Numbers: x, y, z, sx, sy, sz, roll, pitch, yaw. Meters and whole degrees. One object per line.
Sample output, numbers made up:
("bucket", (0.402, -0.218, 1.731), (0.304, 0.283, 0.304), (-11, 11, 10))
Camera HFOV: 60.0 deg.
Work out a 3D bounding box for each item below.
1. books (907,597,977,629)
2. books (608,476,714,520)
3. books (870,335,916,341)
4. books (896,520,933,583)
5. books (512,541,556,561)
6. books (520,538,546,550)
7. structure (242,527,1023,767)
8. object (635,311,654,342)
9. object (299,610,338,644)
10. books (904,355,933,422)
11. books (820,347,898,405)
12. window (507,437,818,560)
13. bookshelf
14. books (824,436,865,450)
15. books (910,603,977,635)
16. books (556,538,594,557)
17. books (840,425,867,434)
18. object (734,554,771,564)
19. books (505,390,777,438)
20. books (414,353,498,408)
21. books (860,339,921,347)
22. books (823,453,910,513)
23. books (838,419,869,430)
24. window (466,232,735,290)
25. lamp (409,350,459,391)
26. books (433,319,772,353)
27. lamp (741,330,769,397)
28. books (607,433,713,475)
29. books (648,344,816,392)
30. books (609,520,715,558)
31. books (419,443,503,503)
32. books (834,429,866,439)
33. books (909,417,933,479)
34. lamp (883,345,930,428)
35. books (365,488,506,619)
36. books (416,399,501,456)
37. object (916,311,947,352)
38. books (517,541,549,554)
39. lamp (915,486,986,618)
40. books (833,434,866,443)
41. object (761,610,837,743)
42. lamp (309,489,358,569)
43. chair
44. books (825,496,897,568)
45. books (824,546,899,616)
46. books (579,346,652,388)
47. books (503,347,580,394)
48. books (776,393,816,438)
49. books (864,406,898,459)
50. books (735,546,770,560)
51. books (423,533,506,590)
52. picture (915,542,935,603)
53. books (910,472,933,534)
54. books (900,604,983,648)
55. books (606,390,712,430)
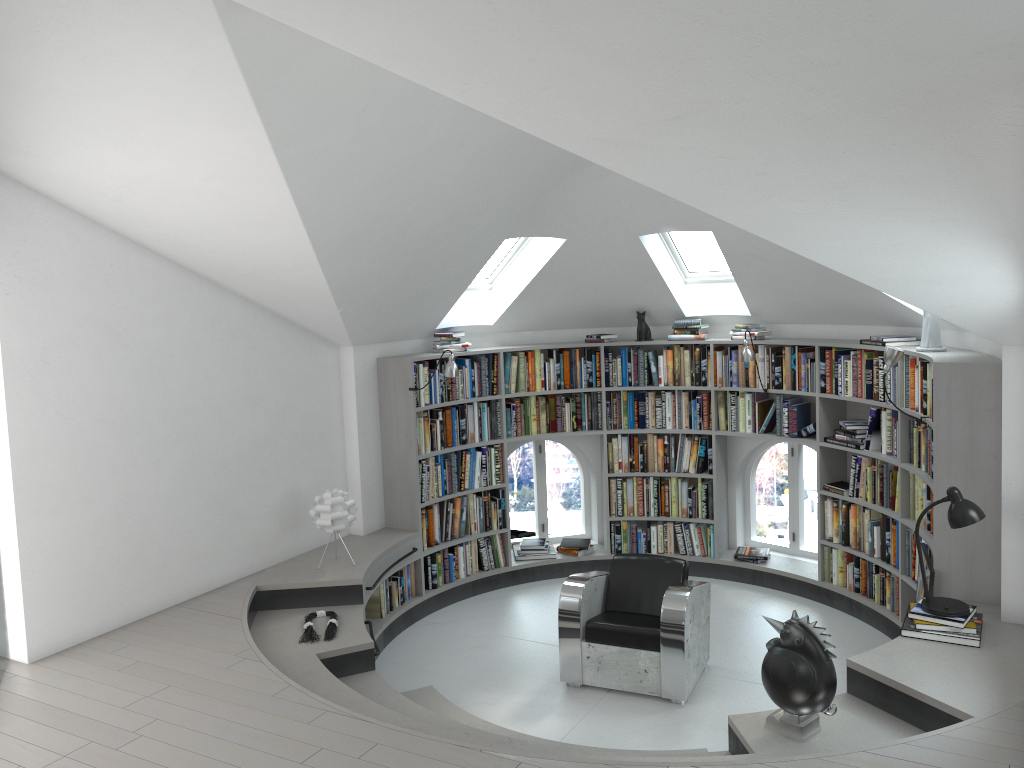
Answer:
("books", (2.261, 1.198, 4.659), (0.269, 0.031, 0.286), (3, 8, 40))
("books", (1.356, 0.978, 7.841), (1.031, 0.356, 0.293), (-1, 6, 15))
("books", (2.719, -0.326, 6.330), (0.233, 0.027, 0.248), (-2, 6, 2))
("books", (2.724, 1.167, 5.624), (0.304, 0.358, 1.187), (-1, 6, 11))
("books", (0.195, 1.503, 7.978), (0.365, 0.042, 0.389), (-3, 6, -4))
("books", (0.193, 1.438, 7.973), (0.213, 0.036, 0.227), (-2, 6, 6))
("structure", (0.712, 1.574, 5.780), (4.711, 0.691, 4.720), (-4, 7, -15))
("object", (1.159, -0.507, 7.747), (0.147, 0.264, 0.202), (0, 6, 26))
("object", (-1.184, 1.496, 5.477), (0.218, 0.082, 0.474), (-3, 6, -7))
("books", (2.675, 0.030, 5.479), (0.292, 0.361, 1.017), (-1, 6, 12))
("books", (2.635, -0.081, 6.463), (0.306, 0.366, 0.971), (-4, 6, -17))
("window", (1.355, 0.961, 7.937), (3.230, 1.148, 0.619), (-1, 5, 16))
("bookshelf", (1.363, 0.652, 6.909), (4.333, 1.876, 2.114), (1, 7, 30))
("books", (2.642, 0.432, 6.714), (0.366, 0.042, 0.389), (-5, 7, -20))
("books", (2.263, 1.231, 4.662), (0.286, 0.034, 0.305), (0, 7, 20))
("books", (0.571, 1.464, 7.959), (0.318, 0.099, 0.292), (1, 7, 31))
("books", (2.639, 0.338, 6.707), (0.213, 0.036, 0.227), (-3, 6, -10))
("object", (2.058, 1.478, 7.583), (0.214, 0.036, 0.227), (-8, 9, -43))
("books", (1.080, 0.243, 7.693), (2.528, 0.370, 0.592), (-1, 6, 11))
("books", (-0.543, -0.042, 7.303), (1.034, 0.360, 0.300), (-8, 8, -44))
("books", (2.720, -0.298, 6.332), (0.316, 0.036, 0.337), (-3, 6, -7))
("books", (2.674, 0.690, 6.458), (0.252, 0.351, 0.976), (-4, 6, -18))
("books", (2.637, 0.306, 6.704), (0.269, 0.031, 0.286), (-1, 6, 10))
("window", (1.292, -1.109, 6.767), (4.055, 0.711, 1.937), (1, 7, 30))
("lamp", (-0.596, -0.107, 6.802), (0.414, 0.311, 0.117), (1, 6, 27))
("books", (0.740, -0.429, 7.582), (2.814, 0.173, 0.749), (-2, 6, 0))
("lamp", (1.940, -0.158, 7.091), (0.113, 0.565, 0.358), (1, 6, 37))
("books", (1.326, 0.594, 7.812), (0.997, 0.351, 0.298), (-1, 6, 13))
("books", (1.884, -0.158, 7.433), (1.566, 0.366, 0.394), (2, 7, 35))
("books", (1.352, 1.340, 7.871), (1.019, 0.306, 0.288), (-1, 6, 15))
("books", (-0.497, 0.720, 7.339), (1.021, 0.358, 0.261), (-8, 8, -43))
("books", (2.640, 0.369, 6.709), (0.269, 0.031, 0.286), (-3, 6, -10))
("books", (2.687, 0.413, 5.499), (0.279, 0.357, 1.055), (-1, 6, 15))
("lamp", (2.457, 0.019, 5.509), (0.275, 0.524, 0.112), (0, 5, 21))
("books", (-0.656, 1.299, 7.195), (0.391, 0.694, 1.644), (2, 7, 40))
("books", (-0.524, 0.341, 7.357), (1.090, 0.347, 0.303), (-8, 8, -44))
("object", (2.687, -0.444, 5.681), (0.179, 0.471, 0.179), (2, 6, 39))
("books", (0.194, 1.470, 7.975), (0.269, 0.031, 0.286), (-2, 6, 6))
("lamp", (2.275, 0.858, 4.608), (0.234, 0.658, 0.323), (-7, 7, -44))
("books", (2.641, 0.400, 6.712), (0.269, 0.031, 0.286), (-5, 7, -25))
("object", (1.289, 1.296, 3.991), (0.320, 0.561, 0.321), (-2, 5, 3))
("lamp", (-1.235, 1.000, 6.168), (0.305, 0.523, 0.306), (-1, 5, 18))
("chair", (0.824, 1.558, 5.837), (0.823, 0.718, 0.743), (0, 6, 25))
("books", (2.673, 1.062, 6.573), (0.272, 0.350, 0.874), (-4, 6, -18))
("books", (2.717, 1.455, 6.319), (0.359, 0.310, 1.501), (-3, 6, -8))
("books", (0.897, -0.154, 7.855), (0.682, 0.345, 0.265), (-2, 5, 7))
("books", (0.221, -0.128, 7.767), (0.793, 0.372, 0.269), (-4, 6, -17))
("books", (2.341, 0.255, 7.088), (0.224, 0.340, 0.399), (-7, 7, -40))
("books", (2.743, 0.328, 6.248), (0.256, 0.350, 0.554), (-4, 6, -14))
("books", (2.057, 1.448, 7.580), (0.268, 0.029, 0.254), (0, 7, 20))
("books", (-0.448, 1.453, 7.466), (0.920, 0.319, 0.283), (-8, 8, -41))
("picture", (2.483, 1.463, 5.376), (0.090, 0.861, 0.580), (-1, 5, 20))
("books", (2.707, 0.796, 5.523), (0.275, 0.347, 1.023), (-1, 6, 15))
("books", (2.264, 1.267, 4.665), (0.365, 0.042, 0.389), (1, 7, 30))
("books", (1.322, 0.212, 7.821), (1.028, 0.358, 0.301), (-1, 6, 16))
